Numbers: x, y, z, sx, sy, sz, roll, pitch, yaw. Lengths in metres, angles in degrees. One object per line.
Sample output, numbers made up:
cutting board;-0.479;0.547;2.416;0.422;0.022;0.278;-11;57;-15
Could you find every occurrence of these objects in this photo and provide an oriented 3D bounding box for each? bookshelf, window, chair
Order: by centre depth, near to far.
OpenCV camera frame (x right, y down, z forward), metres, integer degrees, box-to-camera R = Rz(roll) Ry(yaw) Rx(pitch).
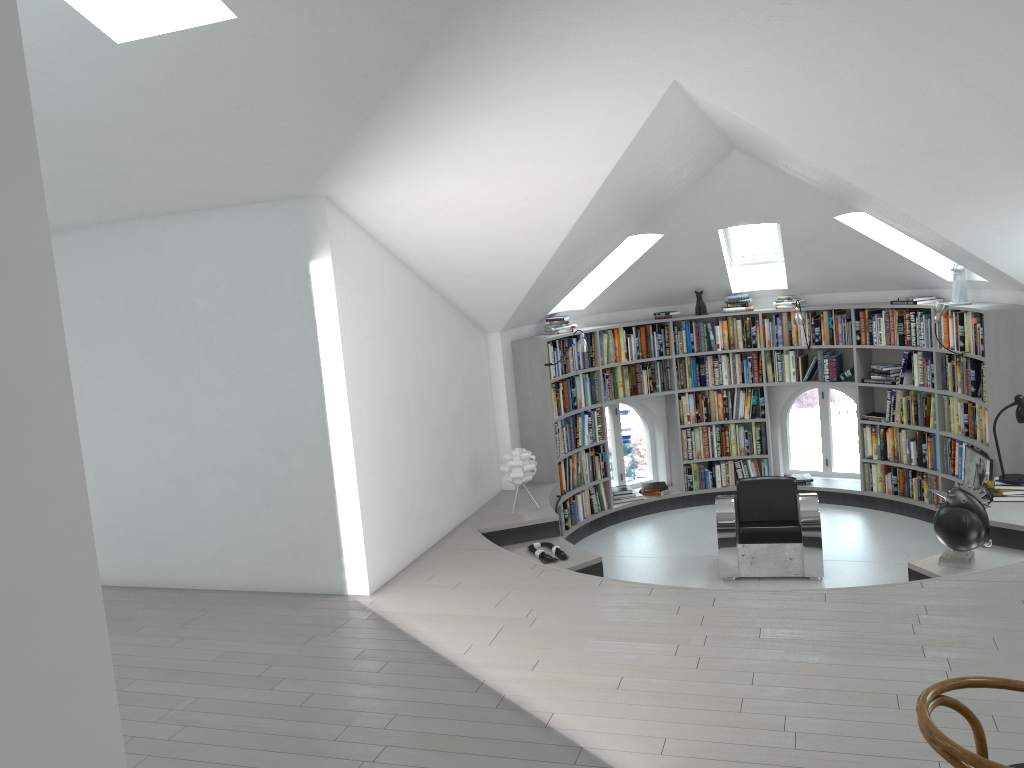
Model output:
chair;1.447;1.246;2.392;0.621;0.733;0.529;-3;7;23
chair;2.183;1.212;7.572;0.822;0.717;0.744;-4;7;14
window;2.291;-1.481;8.538;4.053;0.711;1.939;-3;8;19
bookshelf;2.456;0.269;8.713;4.330;1.875;2.116;-3;7;19
window;2.286;0.579;9.726;3.230;1.147;0.619;-5;6;5

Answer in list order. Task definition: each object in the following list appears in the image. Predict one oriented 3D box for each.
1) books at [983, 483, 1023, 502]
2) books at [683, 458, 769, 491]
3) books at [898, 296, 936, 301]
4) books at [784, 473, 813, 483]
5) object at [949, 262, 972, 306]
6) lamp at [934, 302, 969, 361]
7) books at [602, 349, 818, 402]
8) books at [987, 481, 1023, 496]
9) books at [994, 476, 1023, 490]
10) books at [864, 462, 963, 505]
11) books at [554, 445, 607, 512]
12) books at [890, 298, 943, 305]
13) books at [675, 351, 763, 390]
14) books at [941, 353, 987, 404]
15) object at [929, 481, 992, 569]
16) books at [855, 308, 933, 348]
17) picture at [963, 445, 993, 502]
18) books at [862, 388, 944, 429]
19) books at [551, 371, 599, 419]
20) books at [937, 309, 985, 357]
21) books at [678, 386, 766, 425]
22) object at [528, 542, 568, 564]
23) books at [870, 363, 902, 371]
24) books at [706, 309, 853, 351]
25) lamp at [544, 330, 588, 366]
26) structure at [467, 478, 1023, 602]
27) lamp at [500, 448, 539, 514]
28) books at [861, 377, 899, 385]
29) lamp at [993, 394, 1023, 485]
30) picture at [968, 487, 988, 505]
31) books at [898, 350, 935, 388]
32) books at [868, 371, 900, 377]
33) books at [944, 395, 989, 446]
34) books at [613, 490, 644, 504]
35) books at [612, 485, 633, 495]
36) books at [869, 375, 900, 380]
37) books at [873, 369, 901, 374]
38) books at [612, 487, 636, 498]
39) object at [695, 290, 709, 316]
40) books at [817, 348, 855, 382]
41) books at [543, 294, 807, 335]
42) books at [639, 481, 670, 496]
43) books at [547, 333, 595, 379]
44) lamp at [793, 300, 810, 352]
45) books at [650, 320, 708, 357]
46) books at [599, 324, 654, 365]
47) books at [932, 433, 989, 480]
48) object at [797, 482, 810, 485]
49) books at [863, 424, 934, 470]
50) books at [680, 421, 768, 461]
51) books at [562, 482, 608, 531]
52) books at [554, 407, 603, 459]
books;3.786;0.813;6.675;0.365;0.042;0.389;-3;8;19
books;2.321;0.957;9.666;1.018;0.305;0.288;-5;7;4
books;3.824;-0.809;8.376;0.233;0.027;0.248;-6;7;-8
books;3.072;1.011;9.508;0.268;0.029;0.254;-4;7;10
object;3.901;-0.924;7.732;0.179;0.471;0.180;-2;7;28
lamp;3.737;-0.446;7.526;0.275;0.524;0.113;-4;6;10
books;2.010;-0.116;9.428;2.528;0.370;0.593;-5;7;0
books;3.782;0.777;6.672;0.286;0.034;0.305;-4;7;9
books;3.779;0.745;6.669;0.269;0.031;0.287;-1;8;29
books;3.946;0.968;8.387;0.360;0.310;1.500;-8;8;-18
books;0.470;1.067;8.636;0.390;0.693;1.646;-2;8;29
books;3.827;-0.781;8.379;0.317;0.036;0.337;-8;8;-18
books;2.223;-0.165;9.597;1.028;0.358;0.301;-5;6;5
books;3.992;-0.070;7.563;0.279;0.357;1.056;-5;7;5
object;2.952;0.914;5.836;0.320;0.561;0.321;-6;6;-7
books;3.734;-0.558;8.495;0.306;0.366;0.970;-9;8;-27
picture;3.887;0.993;7.417;0.090;0.860;0.580;-4;6;9
books;3.826;0.209;8.507;0.252;0.351;0.975;-9;8;-28
books;0.504;0.102;8.808;0.303;0.347;1.092;-1;9;35
books;3.958;-0.451;7.536;0.292;0.361;1.017;-5;7;2
books;2.255;0.216;9.593;0.997;0.350;0.298;-5;6;3
object;0.273;1.301;6.853;0.218;0.082;0.474;-8;8;-18
books;3.720;-0.171;8.738;0.269;0.031;0.286;-5;7;0
books;2.819;-0.577;9.313;1.565;0.366;0.395;-2;7;25
lamp;0.502;-0.340;8.244;0.413;0.311;0.117;-3;6;16
structure;2.084;1.237;7.496;4.717;0.691;4.717;-9;8;-25
lamp;0.066;0.811;7.518;0.305;0.523;0.306;-5;6;8
books;3.732;-0.046;8.750;0.366;0.042;0.388;-10;9;-30
lamp;3.779;0.404;6.617;0.322;0.658;0.234;-1;7;35
picture;3.802;1.180;7.280;0.107;0.553;0.491;-4;7;10
books;3.907;-0.158;8.308;0.256;0.349;0.554;-8;7;-24
books;3.726;-0.109;8.744;0.269;0.031;0.286;-8;8;-20
books;4.034;0.311;7.594;0.275;0.346;1.024;-5;7;5
books;1.178;1.207;9.564;0.366;0.042;0.389;-7;8;-14
books;1.172;1.143;9.557;0.213;0.036;0.227;-6;7;-4
books;3.729;-0.079;8.747;0.270;0.031;0.286;-11;9;-35
books;3.723;-0.140;8.741;0.214;0.036;0.227;-8;8;-20
books;1.175;1.174;9.560;0.269;0.031;0.286;-6;7;-4
object;2.027;-0.871;9.486;0.147;0.264;0.202;-4;7;16
books;3.357;-0.200;9.061;0.399;0.340;0.225;0;8;39
books;1.651;-0.761;9.249;2.815;0.173;0.749;-7;7;-10
books;1.547;1.140;9.612;0.318;0.099;0.293;-3;8;21
books;0.469;-0.278;8.747;0.300;0.360;1.036;-1;9;35
lamp;2.934;-0.581;8.987;0.113;0.565;0.359;-3;7;26
books;1.774;-0.498;9.550;0.682;0.345;0.265;-6;6;-4
books;1.129;-0.422;9.341;0.794;0.372;0.269;-9;7;-27
books;4.058;0.680;7.702;0.304;0.358;1.188;-5;7;1
object;3.075;1.041;9.511;0.226;0.036;0.214;0;9;36
books;3.831;0.579;8.624;0.272;0.349;0.873;-9;8;-29
books;2.305;0.596;9.632;1.031;0.356;0.293;-5;6;4
books;0.636;1.205;8.943;0.282;0.319;0.921;0;9;38
books;0.559;0.478;8.800;0.260;0.358;1.023;-1;9;36
